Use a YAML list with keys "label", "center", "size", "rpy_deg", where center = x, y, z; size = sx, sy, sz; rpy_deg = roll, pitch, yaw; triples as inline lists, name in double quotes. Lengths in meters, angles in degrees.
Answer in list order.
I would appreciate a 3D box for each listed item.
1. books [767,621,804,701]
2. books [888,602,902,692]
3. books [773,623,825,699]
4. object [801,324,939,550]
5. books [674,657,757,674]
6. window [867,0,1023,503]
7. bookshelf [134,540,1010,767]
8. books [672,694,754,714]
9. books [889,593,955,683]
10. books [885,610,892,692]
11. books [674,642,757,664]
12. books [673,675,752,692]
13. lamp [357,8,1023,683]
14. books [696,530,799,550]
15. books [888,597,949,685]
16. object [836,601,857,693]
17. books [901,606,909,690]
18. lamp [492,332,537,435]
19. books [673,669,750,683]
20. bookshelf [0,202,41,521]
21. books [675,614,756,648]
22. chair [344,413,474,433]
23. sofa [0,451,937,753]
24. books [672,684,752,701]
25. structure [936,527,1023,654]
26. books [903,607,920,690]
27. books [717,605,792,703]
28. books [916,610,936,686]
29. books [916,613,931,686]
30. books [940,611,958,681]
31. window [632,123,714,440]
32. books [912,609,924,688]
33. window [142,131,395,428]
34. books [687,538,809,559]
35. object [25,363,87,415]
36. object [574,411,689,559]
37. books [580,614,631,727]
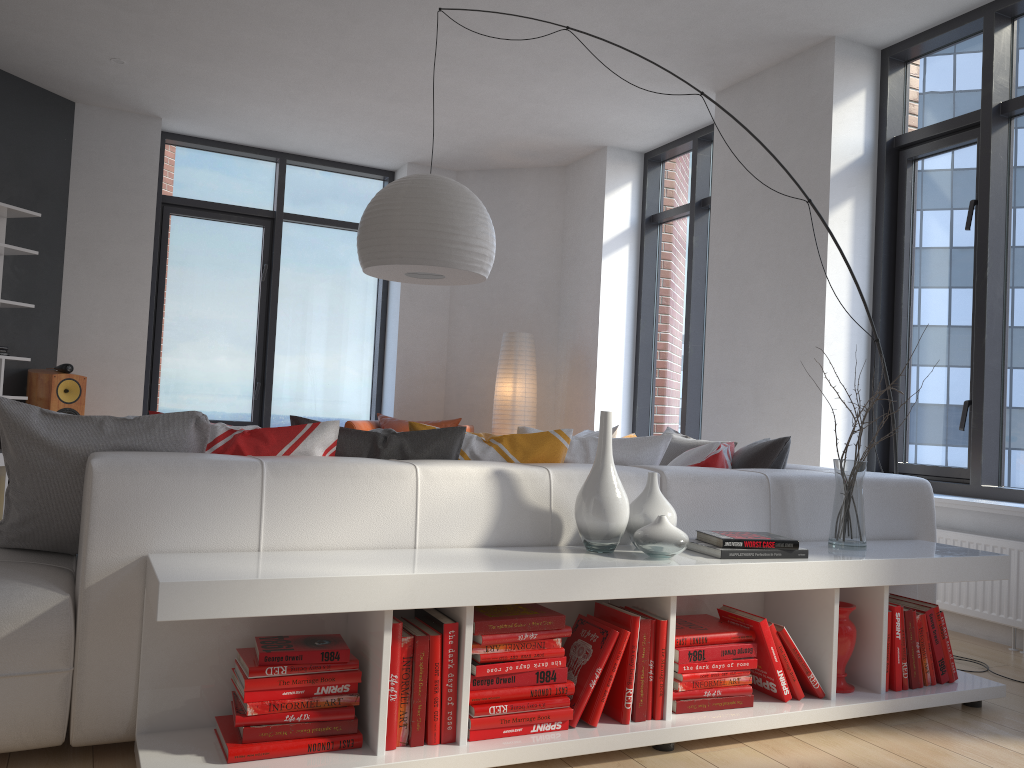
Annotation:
- label: "books"
  center: [0.766, 0.812, 2.659]
  size: [0.148, 0.232, 0.171]
  rpy_deg: [4, -3, -24]
- label: "books"
  center: [1.155, 0.820, 2.833]
  size: [0.050, 0.268, 0.198]
  rpy_deg: [4, -3, -26]
- label: "books"
  center: [0.816, 0.822, 2.683]
  size: [0.186, 0.223, 0.188]
  rpy_deg: [4, -3, -25]
- label: "object"
  center: [1.153, 0.161, 2.854]
  size: [0.406, 0.744, 0.607]
  rpy_deg: [2, -2, 14]
- label: "books"
  center: [0.543, 0.791, 2.567]
  size: [0.261, 0.027, 0.191]
  rpy_deg: [4, -2, -22]
- label: "window"
  center: [2.336, -0.651, 4.297]
  size: [0.170, 2.402, 1.310]
  rpy_deg: [4, -3, -26]
- label: "bookshelf"
  center: [0.371, 0.730, 2.490]
  size: [2.600, 0.500, 0.356]
  rpy_deg: [4, -3, -26]
- label: "books"
  center: [0.528, 0.894, 2.564]
  size: [0.259, 0.034, 0.206]
  rpy_deg: [4, -3, -23]
- label: "books"
  center: [1.353, 0.841, 2.945]
  size: [0.116, 0.255, 0.198]
  rpy_deg: [4, -3, -26]
- label: "books"
  center: [1.125, 0.826, 2.810]
  size: [0.026, 0.250, 0.168]
  rpy_deg: [4, -3, -26]
- label: "books"
  center: [0.535, 0.758, 2.582]
  size: [0.279, 0.039, 0.206]
  rpy_deg: [4, -3, -27]
- label: "books"
  center: [0.532, 0.839, 2.566]
  size: [0.257, 0.025, 0.182]
  rpy_deg: [4, -3, -26]
- label: "lamp"
  center: [0.903, -0.271, 3.657]
  size: [3.199, 2.647, 0.710]
  rpy_deg: [2, -2, 10]
- label: "books"
  center: [0.692, 0.462, 2.625]
  size: [0.238, 0.027, 0.188]
  rpy_deg: [3, -2, -12]
- label: "books"
  center: [1.325, 0.843, 2.927]
  size: [0.119, 0.249, 0.187]
  rpy_deg: [4, -3, -26]
- label: "object"
  center: [1.005, 0.815, 2.762]
  size: [0.125, 0.258, 0.125]
  rpy_deg: [1, -3, 42]
- label: "books"
  center: [1.184, 0.827, 2.844]
  size: [0.056, 0.262, 0.185]
  rpy_deg: [4, -3, -26]
- label: "lamp"
  center: [0.188, 0.374, 6.893]
  size: [0.804, 1.550, 0.502]
  rpy_deg: [2, -3, 25]
- label: "books"
  center: [0.535, 0.816, 2.558]
  size: [0.236, 0.023, 0.178]
  rpy_deg: [4, -3, -26]
- label: "bookshelf"
  center: [-3.702, -0.176, 4.381]
  size: [0.455, 2.052, 3.000]
  rpy_deg: [2, -2, 19]
- label: "books"
  center: [0.521, 0.723, 2.603]
  size: [0.301, 0.032, 0.227]
  rpy_deg: [4, -3, -26]
- label: "chair"
  center: [-0.753, 0.664, 6.745]
  size: [0.896, 0.858, 0.843]
  rpy_deg: [3, -2, 6]
- label: "sofa"
  center: [-0.500, 0.620, 3.720]
  size: [3.424, 0.732, 2.614]
  rpy_deg: [4, -3, -26]
- label: "books"
  center: [0.524, 0.864, 2.554]
  size: [0.266, 0.026, 0.187]
  rpy_deg: [4, -2, -20]
- label: "structure"
  center: [1.974, 0.894, 4.061]
  size: [0.110, 0.460, 1.015]
  rpy_deg: [4, -3, -26]
- label: "books"
  center: [1.212, 0.833, 2.867]
  size: [0.076, 0.252, 0.199]
  rpy_deg: [4, -3, -26]
- label: "books"
  center: [0.721, 0.800, 2.645]
  size: [0.134, 0.248, 0.192]
  rpy_deg: [4, -3, -26]
- label: "books"
  center: [1.292, 0.847, 2.904]
  size: [0.083, 0.233, 0.178]
  rpy_deg: [4, -3, -26]
- label: "books"
  center: [1.272, 0.847, 2.890]
  size: [0.081, 0.230, 0.165]
  rpy_deg: [4, -3, -26]
- label: "books"
  center: [1.382, 0.856, 2.961]
  size: [0.103, 0.230, 0.173]
  rpy_deg: [4, -3, -26]
- label: "window"
  center: [1.337, -0.618, 6.369]
  size: [0.170, 2.402, 1.310]
  rpy_deg: [4, -3, -26]
- label: "books"
  center: [1.243, 0.838, 2.870]
  size: [0.066, 0.247, 0.175]
  rpy_deg: [4, -3, -26]
- label: "window"
  center: [-2.009, -0.743, 7.451]
  size: [1.960, 2.402, 0.170]
  rpy_deg: [4, -3, -26]
- label: "books"
  center: [0.681, 0.489, 2.646]
  size: [0.300, 0.026, 0.245]
  rpy_deg: [4, -2, -21]
- label: "object"
  center: [-3.153, 0.401, 6.027]
  size: [0.434, 1.088, 0.290]
  rpy_deg: [1, -3, 34]
- label: "object"
  center: [0.338, 0.281, 2.547]
  size: [0.316, 0.398, 0.319]
  rpy_deg: [3, -2, -2]
- label: "books"
  center: [0.216, 0.765, 2.387]
  size: [0.115, 0.245, 0.192]
  rpy_deg: [4, -3, -26]
